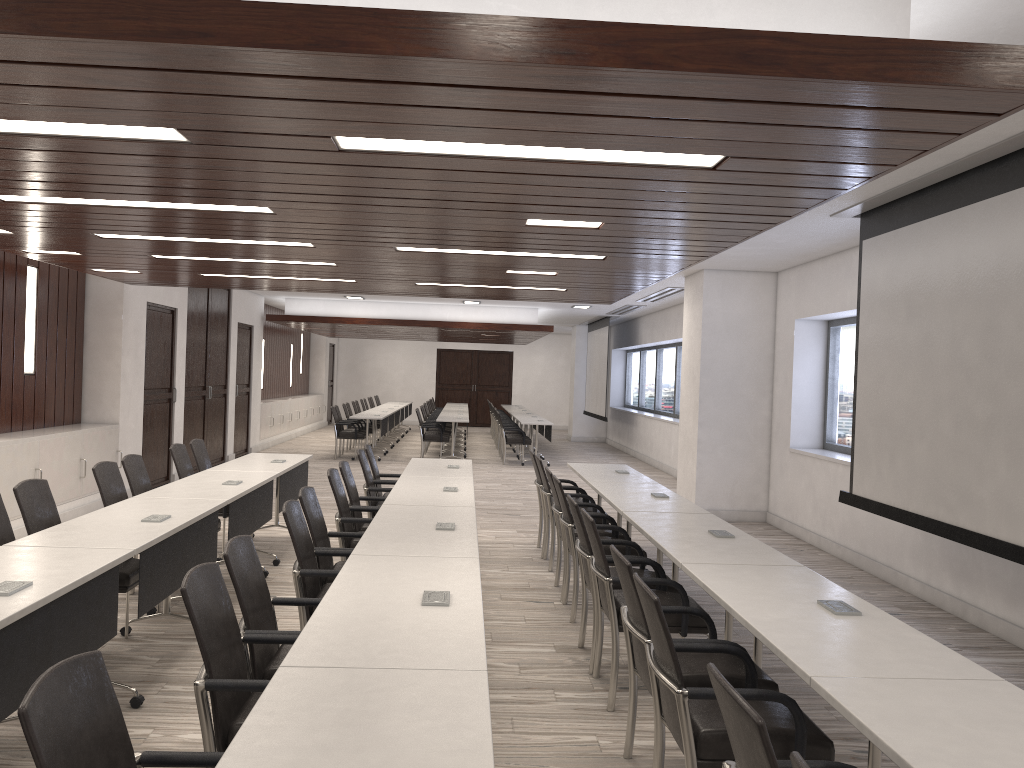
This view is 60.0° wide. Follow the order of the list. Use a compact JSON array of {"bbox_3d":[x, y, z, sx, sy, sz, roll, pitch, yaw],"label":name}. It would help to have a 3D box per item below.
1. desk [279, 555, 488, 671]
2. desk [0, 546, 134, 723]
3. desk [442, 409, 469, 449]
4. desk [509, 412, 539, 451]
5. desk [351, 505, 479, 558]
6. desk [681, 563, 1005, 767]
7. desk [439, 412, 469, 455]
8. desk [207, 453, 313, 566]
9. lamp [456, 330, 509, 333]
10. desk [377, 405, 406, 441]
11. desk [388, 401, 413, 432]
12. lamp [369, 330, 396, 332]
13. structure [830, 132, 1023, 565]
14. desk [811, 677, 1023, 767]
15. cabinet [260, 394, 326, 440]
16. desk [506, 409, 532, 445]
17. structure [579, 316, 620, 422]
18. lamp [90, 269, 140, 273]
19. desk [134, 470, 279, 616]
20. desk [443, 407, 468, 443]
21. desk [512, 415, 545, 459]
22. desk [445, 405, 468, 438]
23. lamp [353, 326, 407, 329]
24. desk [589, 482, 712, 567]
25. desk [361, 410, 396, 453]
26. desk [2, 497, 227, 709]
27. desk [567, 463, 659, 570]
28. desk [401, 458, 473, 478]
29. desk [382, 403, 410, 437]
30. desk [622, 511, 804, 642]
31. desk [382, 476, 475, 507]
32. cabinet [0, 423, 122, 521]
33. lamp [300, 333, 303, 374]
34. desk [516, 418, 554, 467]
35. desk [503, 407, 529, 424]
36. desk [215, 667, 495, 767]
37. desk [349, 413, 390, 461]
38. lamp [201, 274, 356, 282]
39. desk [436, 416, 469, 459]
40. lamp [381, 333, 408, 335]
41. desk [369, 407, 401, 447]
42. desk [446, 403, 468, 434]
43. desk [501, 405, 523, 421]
[{"bbox_3d":[-0.409,1.167,3.224,0.577,0.795,1.509,2,1,-3],"label":"desk"},{"bbox_3d":[-1.926,1.112,3.144,0.577,0.795,1.509,2,1,-3],"label":"desk"},{"bbox_3d":[-1.254,0.979,19.388,0.577,0.795,1.509,2,1,-3],"label":"desk"},{"bbox_3d":[0.240,1.033,19.466,0.577,0.795,1.509,2,1,-3],"label":"desk"},{"bbox_3d":[-0.489,1.149,4.745,0.577,0.795,1.509,2,1,-3],"label":"desk"},{"bbox_3d":[1.085,1.220,3.303,0.577,0.795,1.509,2,1,-3],"label":"desk"},{"bbox_3d":[-1.175,0.996,17.876,0.577,0.795,1.509,2,1,-3],"label":"desk"},{"bbox_3d":[-2.164,1.059,7.709,0.577,0.795,1.509,2,1,-3],"label":"desk"},{"bbox_3d":[-0.683,-1.086,17.822,1.496,0.045,0.236,2,1,-3],"label":"lamp"},{"bbox_3d":[-2.850,0.907,20.828,0.577,0.795,1.509,2,1,-3],"label":"desk"},{"bbox_3d":[-3.009,0.871,23.872,0.577,0.795,1.509,2,1,-3],"label":"desk"},{"bbox_3d":[-2.819,-1.178,19.252,1.496,0.045,0.236,2,1,-3],"label":"lamp"},{"bbox_3d":[2.716,-0.220,5.168,0.438,2.329,3.550,2,1,-3],"label":"structure"},{"bbox_3d":[1.164,1.238,1.792,0.577,0.795,1.509,2,1,-3],"label":"desk"},{"bbox_3d":[-5.160,0.673,20.617,0.476,0.698,7.540,2,1,-3],"label":"cabinet"},{"bbox_3d":[0.160,1.015,20.987,0.577,0.795,1.509,2,1,-3],"label":"desk"},{"bbox_3d":[1.926,-0.395,20.272,0.438,2.329,3.550,2,1,-3],"label":"structure"},{"bbox_3d":[-3.805,-1.109,8.509,0.464,0.045,0.236,2,1,-3],"label":"lamp"},{"bbox_3d":[-2.085,1.077,6.188,0.577,0.795,1.509,2,1,-3],"label":"desk"},{"bbox_3d":[-1.334,0.961,20.908,0.577,0.795,1.509,2,1,-3],"label":"desk"},{"bbox_3d":[0.319,1.050,17.955,0.577,0.795,1.509,2,1,-3],"label":"desk"},{"bbox_3d":[-1.413,0.944,22.431,0.577,0.795,1.509,2,1,-3],"label":"desk"},{"bbox_3d":[-2.739,-1.160,17.714,1.496,0.045,0.236,2,1,-3],"label":"lamp"},{"bbox_3d":[0.925,1.185,6.347,0.577,0.795,1.509,2,1,-3],"label":"desk"},{"bbox_3d":[-2.691,0.942,17.796,0.577,0.795,1.509,2,1,-3],"label":"desk"},{"bbox_3d":[-2.005,1.094,4.665,0.577,0.795,1.509,2,1,-3],"label":"desk"},{"bbox_3d":[0.846,1.167,7.867,0.577,0.795,1.509,2,1,-3],"label":"desk"},{"bbox_3d":[-0.648,1.114,7.789,0.577,0.795,1.509,2,1,-3],"label":"desk"},{"bbox_3d":[-2.929,0.889,22.352,0.577,0.795,1.509,2,1,-3],"label":"desk"},{"bbox_3d":[1.005,1.203,4.824,0.577,0.795,1.509,2,1,-3],"label":"desk"},{"bbox_3d":[-0.569,1.131,6.268,0.577,0.795,1.509,2,1,-3],"label":"desk"},{"bbox_3d":[-4.406,0.841,6.204,0.476,0.698,7.540,2,1,-3],"label":"cabinet"},{"bbox_3d":[-5.534,-0.793,23.109,0.094,1.058,0.236,2,1,-3],"label":"lamp"},{"bbox_3d":[0.398,1.068,16.434,0.577,0.795,1.509,2,1,-3],"label":"desk"},{"bbox_3d":[0.081,0.997,22.510,0.577,0.795,1.509,2,1,-3],"label":"desk"},{"bbox_3d":[-0.330,1.184,1.713,0.577,0.795,1.509,2,1,-3],"label":"desk"},{"bbox_3d":[-2.612,0.960,16.276,0.577,0.795,1.509,2,1,-3],"label":"desk"},{"bbox_3d":[-2.262,-1.054,8.590,1.496,0.045,0.236,2,1,-3],"label":"lamp"},{"bbox_3d":[-1.096,1.014,16.356,0.577,0.795,1.509,2,1,-3],"label":"desk"},{"bbox_3d":[-2.888,-1.193,20.570,1.496,0.045,0.236,2,1,-3],"label":"lamp"},{"bbox_3d":[-2.770,0.924,19.308,0.577,0.795,1.509,2,1,-3],"label":"desk"},{"bbox_3d":[-1.493,0.926,23.952,0.577,0.795,1.509,2,1,-3],"label":"desk"},{"bbox_3d":[0.001,0.980,24.031,0.577,0.795,1.509,2,1,-3],"label":"desk"}]
